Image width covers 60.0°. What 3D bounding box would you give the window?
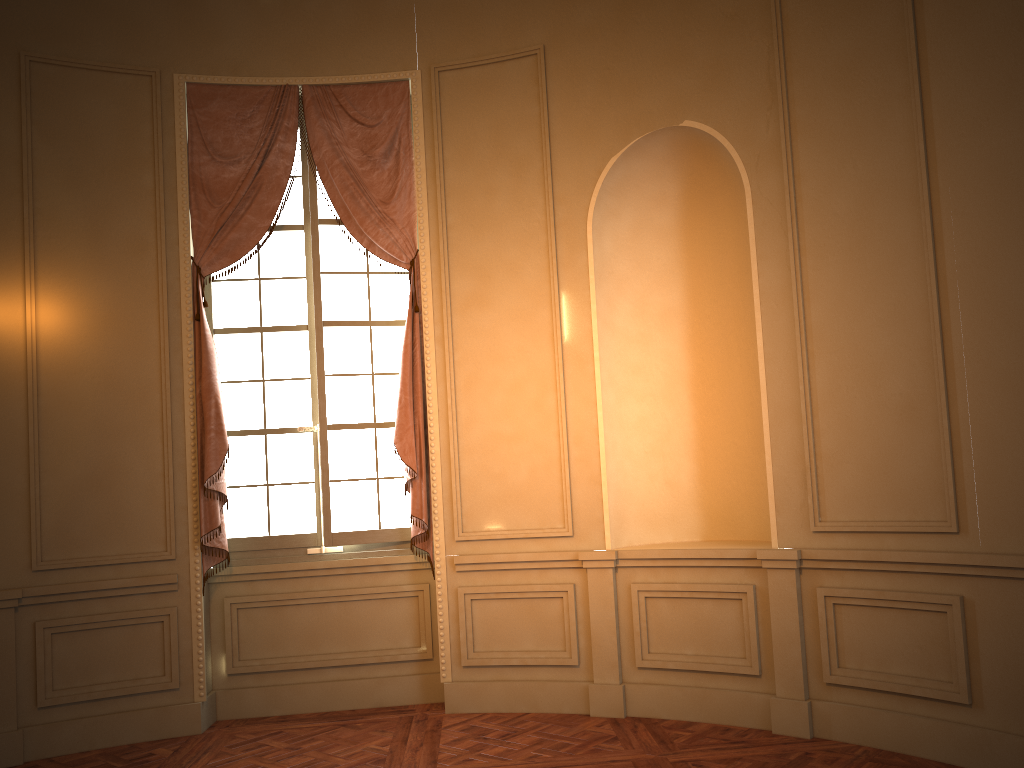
[{"bbox_3d":[-1.189,-0.359,5.353,1.314,2.831,0.153,-3,-4,-5],"label":"window"}]

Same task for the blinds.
[{"bbox_3d":[-1.166,-0.319,5.123,1.338,2.971,0.285,-3,-4,-6],"label":"blinds"}]
